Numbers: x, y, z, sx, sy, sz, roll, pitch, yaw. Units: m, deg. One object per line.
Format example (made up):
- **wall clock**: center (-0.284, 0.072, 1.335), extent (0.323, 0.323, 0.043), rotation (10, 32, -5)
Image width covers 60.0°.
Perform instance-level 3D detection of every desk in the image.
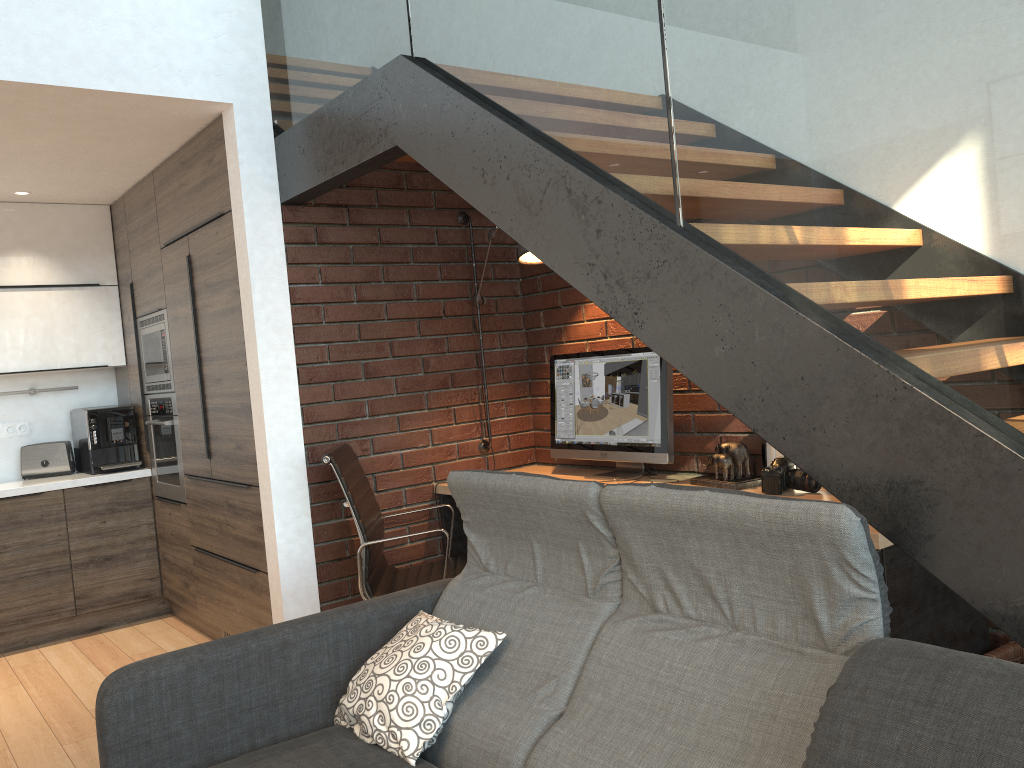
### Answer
- **desk**: center (0.560, 0.768, 3.344), extent (0.610, 0.750, 2.182), rotation (-6, 2, -37)

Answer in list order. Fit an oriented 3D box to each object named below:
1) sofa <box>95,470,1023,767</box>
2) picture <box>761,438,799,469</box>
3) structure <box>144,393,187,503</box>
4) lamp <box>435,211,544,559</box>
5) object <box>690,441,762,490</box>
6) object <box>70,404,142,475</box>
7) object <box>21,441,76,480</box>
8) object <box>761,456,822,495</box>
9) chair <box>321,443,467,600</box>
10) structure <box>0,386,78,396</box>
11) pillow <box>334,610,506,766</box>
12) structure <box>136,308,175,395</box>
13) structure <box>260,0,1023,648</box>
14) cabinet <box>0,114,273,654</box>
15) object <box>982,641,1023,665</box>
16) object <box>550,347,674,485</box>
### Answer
- **sofa**: center (-0.012, 0.771, 0.836), extent (2.108, 0.995, 3.169), rotation (-6, 2, -36)
- **picture**: center (1.006, 0.191, 3.152), extent (0.049, 0.329, 0.279), rotation (-6, 2, -37)
- **structure**: center (-1.700, 0.319, 4.887), extent (0.495, 0.570, 0.595), rotation (-6, 2, -37)
- **lamp**: center (0.183, 0.157, 3.865), extent (1.054, 2.003, 0.462), rotation (-4, 2, 37)
- **object**: center (0.786, 0.292, 3.272), extent (0.149, 0.160, 0.252), rotation (-6, 2, -28)
- **object**: center (-2.369, 0.317, 5.187), extent (0.274, 0.378, 0.532), rotation (-6, 2, -37)
- **object**: center (-2.687, 0.438, 5.131), extent (0.260, 0.195, 0.177), rotation (-6, 2, -16)
- **object**: center (0.947, 0.307, 2.991), extent (0.149, 0.119, 0.166), rotation (-7, 2, -40)
- **chair**: center (-0.376, 0.723, 3.577), extent (0.700, 0.991, 0.651), rotation (-5, 2, -2)
- **structure**: center (-3.807, 0.156, 4.435), extent (3.000, 0.045, 0.050), rotation (-6, 2, -37)
- **pillow**: center (0.400, 0.662, 1.279), extent (0.386, 0.364, 2.734), rotation (-6, 2, -33)
- **structure**: center (-1.731, -0.180, 4.884), extent (0.459, 0.430, 0.595), rotation (-6, 2, -37)
- **structure**: center (0.424, -0.336, 2.945), extent (1.289, 3.460, 5.660), rotation (-6, 2, -37)
- **cabinet**: center (-3.077, 0.266, 3.515), extent (3.495, 2.401, 2.401), rotation (-6, 2, -37)
- **object**: center (1.450, 0.928, 2.407), extent (0.330, 0.323, 0.330), rotation (-6, 2, -33)
- **object**: center (0.323, 0.135, 3.664), extent (0.431, 0.535, 0.716), rotation (-6, 2, -37)
